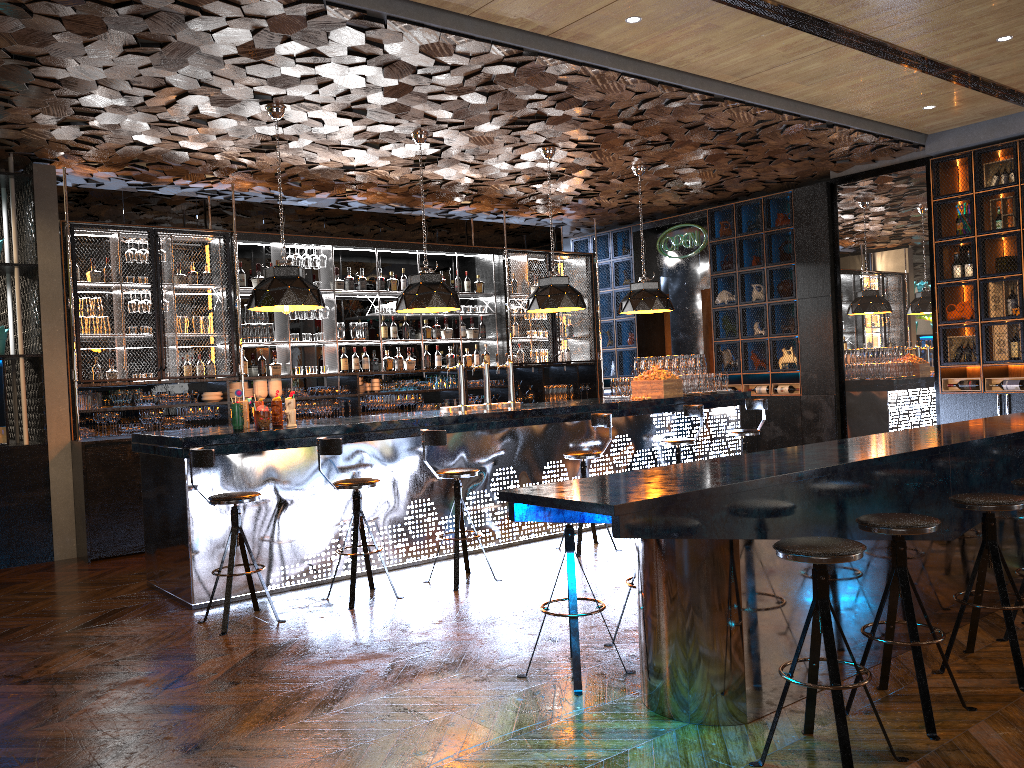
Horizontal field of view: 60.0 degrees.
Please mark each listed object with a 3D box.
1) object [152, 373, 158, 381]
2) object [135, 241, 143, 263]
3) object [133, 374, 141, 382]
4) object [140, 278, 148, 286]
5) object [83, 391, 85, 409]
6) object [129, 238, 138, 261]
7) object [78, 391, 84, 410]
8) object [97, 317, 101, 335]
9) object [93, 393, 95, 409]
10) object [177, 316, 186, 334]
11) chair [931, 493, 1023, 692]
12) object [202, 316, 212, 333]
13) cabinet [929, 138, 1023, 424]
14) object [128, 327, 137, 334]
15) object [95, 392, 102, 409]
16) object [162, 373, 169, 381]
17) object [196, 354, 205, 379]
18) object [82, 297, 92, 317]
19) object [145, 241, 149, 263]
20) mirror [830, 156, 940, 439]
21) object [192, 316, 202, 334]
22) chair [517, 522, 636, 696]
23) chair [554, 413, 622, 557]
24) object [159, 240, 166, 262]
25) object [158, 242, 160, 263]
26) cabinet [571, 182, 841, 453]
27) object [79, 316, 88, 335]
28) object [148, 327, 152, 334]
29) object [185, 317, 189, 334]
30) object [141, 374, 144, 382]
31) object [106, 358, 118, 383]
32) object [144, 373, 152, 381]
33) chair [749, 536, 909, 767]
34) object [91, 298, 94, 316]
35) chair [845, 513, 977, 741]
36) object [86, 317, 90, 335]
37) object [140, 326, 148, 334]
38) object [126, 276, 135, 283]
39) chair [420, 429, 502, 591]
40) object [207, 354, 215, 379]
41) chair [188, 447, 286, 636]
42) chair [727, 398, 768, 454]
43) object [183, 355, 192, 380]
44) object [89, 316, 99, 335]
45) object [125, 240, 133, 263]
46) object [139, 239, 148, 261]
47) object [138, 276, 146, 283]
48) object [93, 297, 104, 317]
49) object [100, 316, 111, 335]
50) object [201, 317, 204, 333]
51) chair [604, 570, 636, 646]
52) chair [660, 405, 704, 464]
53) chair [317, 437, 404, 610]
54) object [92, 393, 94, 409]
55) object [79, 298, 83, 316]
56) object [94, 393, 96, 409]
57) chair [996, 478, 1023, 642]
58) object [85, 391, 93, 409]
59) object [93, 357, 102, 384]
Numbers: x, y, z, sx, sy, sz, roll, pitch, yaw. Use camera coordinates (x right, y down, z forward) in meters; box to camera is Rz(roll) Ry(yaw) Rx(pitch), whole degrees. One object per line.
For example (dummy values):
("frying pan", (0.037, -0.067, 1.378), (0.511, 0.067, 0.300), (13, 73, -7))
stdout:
("object", (-3.583, -0.065, 8.873), (0.077, 0.080, 0.077), (-3, 1, 18))
("object", (-3.723, -1.318, 8.853), (0.081, 0.213, 0.081), (-3, 1, -32))
("object", (-3.680, -0.058, 8.703), (0.077, 0.080, 0.077), (-3, 1, 1))
("object", (-3.694, -1.022, 8.895), (0.077, 0.080, 0.077), (-3, 1, 18))
("object", (-4.011, 0.151, 8.350), (0.067, 0.174, 0.067), (-3, 1, -13))
("object", (-3.710, -1.316, 8.680), (0.081, 0.213, 0.081), (-3, 1, -32))
("object", (-4.013, 0.153, 8.236), (0.067, 0.174, 0.067), (-3, 1, -30))
("object", (-3.998, -0.558, 8.636), (0.092, 0.182, 0.092), (-3, 1, -43))
("object", (-3.948, 0.159, 8.430), (0.051, 0.152, 0.058), (-3, 1, 13))
("object", (-3.345, -0.594, 8.979), (0.092, 0.182, 0.092), (-3, 1, -43))
("chair", (2.212, 0.917, 4.091), (0.419, 0.813, 0.419), (-3, 1, -43))
("object", (-3.141, -0.606, 9.142), (0.092, 0.182, 0.092), (-3, 1, -43))
("cabinet", (6.024, -0.662, 7.734), (0.691, 3.514, 4.416), (-3, 1, -38))
("object", (-3.739, -0.521, 8.741), (0.077, 0.080, 0.077), (-3, 1, -26))
("object", (-3.881, 0.157, 8.330), (0.051, 0.152, 0.058), (-3, 1, -33))
("object", (-3.476, -0.070, 8.887), (0.077, 0.080, 0.077), (-2, 1, 40))
("object", (-3.223, -0.177, 9.167), (0.075, 0.260, 0.075), (-3, 1, 11))
("object", (-4.065, -0.736, 8.477), (0.092, 0.182, 0.092), (-3, 1, -43))
("object", (-3.655, -1.321, 8.906), (0.081, 0.213, 0.081), (-3, 1, -32))
("mirror", (4.143, -0.614, 9.825), (0.026, 3.551, 1.194), (-3, 1, -38))
("object", (-3.229, -0.601, 9.100), (0.092, 0.182, 0.092), (-3, 1, -43))
("chair", (0.293, 1.008, 4.315), (0.419, 0.813, 0.419), (-3, 1, -43))
("chair", (0.623, 0.809, 7.311), (0.476, 1.108, 0.419), (-3, 1, -23))
("object", (-3.495, -1.329, 8.848), (0.081, 0.213, 0.081), (-3, 1, -32))
("object", (-3.584, -1.326, 8.962), (0.081, 0.213, 0.081), (-3, 1, -32))
("cabinet", (2.561, -0.546, 12.154), (0.691, 3.514, 4.416), (-3, 1, -38))
("object", (-4.096, -0.551, 8.448), (0.092, 0.182, 0.092), (-3, 1, -43))
("object", (-3.649, -0.527, 8.888), (0.077, 0.080, 0.077), (-3, 1, 16))
("object", (-3.364, -0.595, 9.092), (0.092, 0.182, 0.092), (-3, 1, -43))
("object", (-3.718, -0.058, 8.861), (0.077, 0.080, 0.077), (-3, 1, 1))
("object", (-3.881, -0.129, 8.601), (0.108, 0.244, 0.108), (-3, 1, -24))
("object", (-3.591, -0.063, 8.758), (0.077, 0.080, 0.077), (-2, 1, 38))
("chair", (1.139, 0.979, 3.242), (0.419, 0.813, 0.419), (-3, 1, -43))
("object", (-4.042, -0.738, 8.606), (0.092, 0.182, 0.092), (-3, 1, -43))
("chair", (1.612, 0.951, 3.668), (0.419, 0.813, 0.419), (-3, 1, -43))
("object", (-4.078, -0.554, 8.584), (0.092, 0.182, 0.092), (-3, 1, -43))
("object", (-3.637, -0.527, 8.773), (0.077, 0.080, 0.077), (-2, 1, 30))
("object", (-3.758, -1.017, 8.735), (0.077, 0.080, 0.077), (-2, 1, 43))
("chair", (-0.408, 0.870, 6.373), (0.476, 1.108, 0.419), (-3, 1, -38))
("object", (-3.129, -0.182, 9.215), (0.075, 0.260, 0.075), (-3, 1, 11))
("chair", (-1.751, 0.945, 5.553), (0.476, 1.108, 0.419), (-3, 1, -38))
("chair", (2.333, 0.709, 8.799), (0.476, 1.108, 0.419), (-3, 1, -28))
("object", (-3.317, -0.170, 9.065), (0.075, 0.261, 0.075), (-3, 1, 11))
("object", (-4.014, -0.556, 8.513), (0.092, 0.182, 0.092), (-3, 1, -43))
("object", (-3.798, -1.313, 8.793), (0.081, 0.213, 0.081), (-3, 1, -32))
("object", (-3.634, -1.321, 8.739), (0.081, 0.213, 0.081), (-3, 1, -32))
("object", (-3.662, -1.023, 8.784), (0.077, 0.080, 0.077), (-3, 1, -2))
("object", (-3.990, -0.740, 8.546), (0.092, 0.182, 0.092), (-3, 1, -43))
("object", (-3.929, -0.561, 8.566), (0.092, 0.182, 0.092), (-3, 1, -43))
("object", (-3.191, -0.605, 9.223), (0.092, 0.182, 0.092), (-3, 1, -43))
("chair", (0.762, 0.980, 4.738), (0.419, 0.813, 0.419), (-3, 1, -43))
("chair", (1.549, 0.755, 8.100), (0.476, 1.108, 0.419), (-3, 1, -23))
("chair", (-1.067, 0.907, 6.008), (0.476, 1.108, 0.419), (-3, 1, -38))
("object", (-3.982, 0.160, 8.478), (0.051, 0.152, 0.058), (-3, 1, -12))
("object", (-4.129, -0.733, 8.551), (0.092, 0.182, 0.092), (-3, 1, -43))
("object", (-3.914, 0.158, 8.380), (0.058, 0.152, 0.051), (-3, 1, -34))
("chair", (2.734, 0.887, 4.499), (0.419, 0.813, 0.419), (-3, 1, -43))
("object", (-3.958, 0.149, 8.294), (0.067, 0.174, 0.067), (-3, 1, 1))
("object", (-3.983, -0.132, 8.508), (0.075, 0.260, 0.075), (-3, 1, -4))
